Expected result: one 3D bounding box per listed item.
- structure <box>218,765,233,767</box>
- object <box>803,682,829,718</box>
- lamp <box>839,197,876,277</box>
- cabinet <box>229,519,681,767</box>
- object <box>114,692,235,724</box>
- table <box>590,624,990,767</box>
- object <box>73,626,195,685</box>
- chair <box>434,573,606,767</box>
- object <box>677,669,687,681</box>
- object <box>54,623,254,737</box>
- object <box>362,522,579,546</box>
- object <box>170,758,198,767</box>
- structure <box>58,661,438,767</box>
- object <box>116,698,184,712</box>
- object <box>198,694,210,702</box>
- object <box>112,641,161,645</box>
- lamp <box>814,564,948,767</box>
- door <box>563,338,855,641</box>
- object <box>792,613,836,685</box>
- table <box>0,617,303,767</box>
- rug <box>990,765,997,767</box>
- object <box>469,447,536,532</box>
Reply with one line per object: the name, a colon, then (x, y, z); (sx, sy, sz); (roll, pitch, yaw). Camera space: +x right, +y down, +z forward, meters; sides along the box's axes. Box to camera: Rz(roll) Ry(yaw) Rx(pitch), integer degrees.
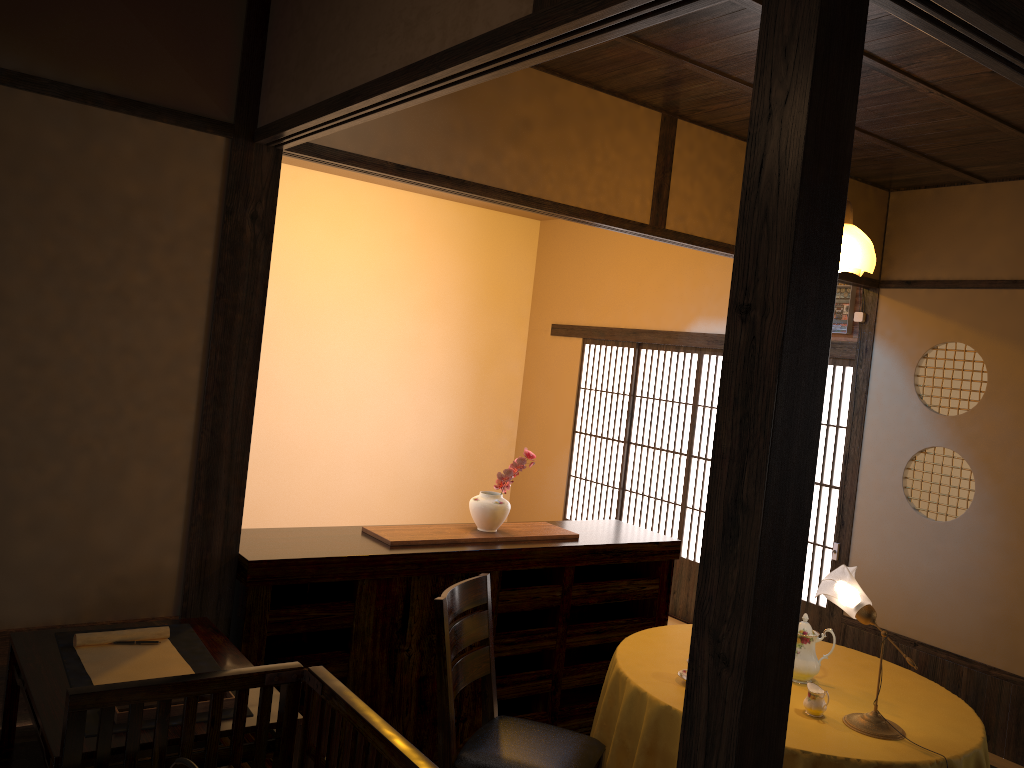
structure: (-0.681, 1.082, 1.753); (0.452, 0.300, 0.667); (5, 2, -36)
object: (1.036, 1.075, 3.016); (0.083, 0.098, 0.078); (7, 1, 24)
lamp: (1.272, -0.820, 3.339); (0.276, 0.810, 0.250); (6, 0, -14)
cabinet: (-0.239, 1.160, 3.964); (2.183, 0.971, 0.490); (5, 1, -35)
object: (-0.892, 0.834, 2.327); (0.295, 0.028, 0.121); (5, 2, -35)
table: (1.003, 1.459, 3.338); (1.441, 0.695, 1.447); (5, 2, -35)
object: (-1.091, 0.798, 2.583); (0.275, 0.038, 0.430); (5, 2, -35)
chair: (0.003, 1.224, 3.095); (0.578, 0.960, 0.490); (7, 1, 19)
object: (0.667, 1.065, 3.191); (0.144, 0.024, 0.144); (7, 2, 14)
object: (-1.053, 0.824, 2.548); (0.404, 0.003, 0.762); (5, 2, -33)
object: (-0.165, 0.669, 3.987); (0.996, 0.020, 0.268); (5, 2, -35)
object: (-0.639, 0.847, 1.731); (0.198, 0.216, 0.198); (6, 1, 3)
structure: (-0.446, 1.010, 1.687); (0.597, 0.499, 1.199); (5, 2, -36)
object: (-0.933, 0.829, 2.314); (0.200, 0.019, 0.082); (5, 2, -35)
object: (-0.824, 0.838, 2.382); (0.040, 0.021, 0.040); (7, 2, 17)
object: (-1.158, 0.799, 2.735); (0.141, 0.010, 0.012); (6, 1, -20)
lamp: (1.200, 1.238, 2.955); (0.197, 1.203, 0.512); (6, 1, -35)
door: (1.295, 0.722, 6.598); (0.066, 2.000, 2.653); (6, 1, -36)
object: (1.104, 0.993, 3.351); (0.153, 0.252, 0.164); (6, 1, -22)
table: (-1.066, 0.994, 2.542); (0.599, 0.336, 0.882); (5, 2, -36)
rug: (1.873, 1.864, 4.483); (0.900, 0.005, 2.960); (5, 2, -36)
object: (-0.034, 0.481, 4.057); (0.320, 0.378, 0.189); (6, 1, -27)
